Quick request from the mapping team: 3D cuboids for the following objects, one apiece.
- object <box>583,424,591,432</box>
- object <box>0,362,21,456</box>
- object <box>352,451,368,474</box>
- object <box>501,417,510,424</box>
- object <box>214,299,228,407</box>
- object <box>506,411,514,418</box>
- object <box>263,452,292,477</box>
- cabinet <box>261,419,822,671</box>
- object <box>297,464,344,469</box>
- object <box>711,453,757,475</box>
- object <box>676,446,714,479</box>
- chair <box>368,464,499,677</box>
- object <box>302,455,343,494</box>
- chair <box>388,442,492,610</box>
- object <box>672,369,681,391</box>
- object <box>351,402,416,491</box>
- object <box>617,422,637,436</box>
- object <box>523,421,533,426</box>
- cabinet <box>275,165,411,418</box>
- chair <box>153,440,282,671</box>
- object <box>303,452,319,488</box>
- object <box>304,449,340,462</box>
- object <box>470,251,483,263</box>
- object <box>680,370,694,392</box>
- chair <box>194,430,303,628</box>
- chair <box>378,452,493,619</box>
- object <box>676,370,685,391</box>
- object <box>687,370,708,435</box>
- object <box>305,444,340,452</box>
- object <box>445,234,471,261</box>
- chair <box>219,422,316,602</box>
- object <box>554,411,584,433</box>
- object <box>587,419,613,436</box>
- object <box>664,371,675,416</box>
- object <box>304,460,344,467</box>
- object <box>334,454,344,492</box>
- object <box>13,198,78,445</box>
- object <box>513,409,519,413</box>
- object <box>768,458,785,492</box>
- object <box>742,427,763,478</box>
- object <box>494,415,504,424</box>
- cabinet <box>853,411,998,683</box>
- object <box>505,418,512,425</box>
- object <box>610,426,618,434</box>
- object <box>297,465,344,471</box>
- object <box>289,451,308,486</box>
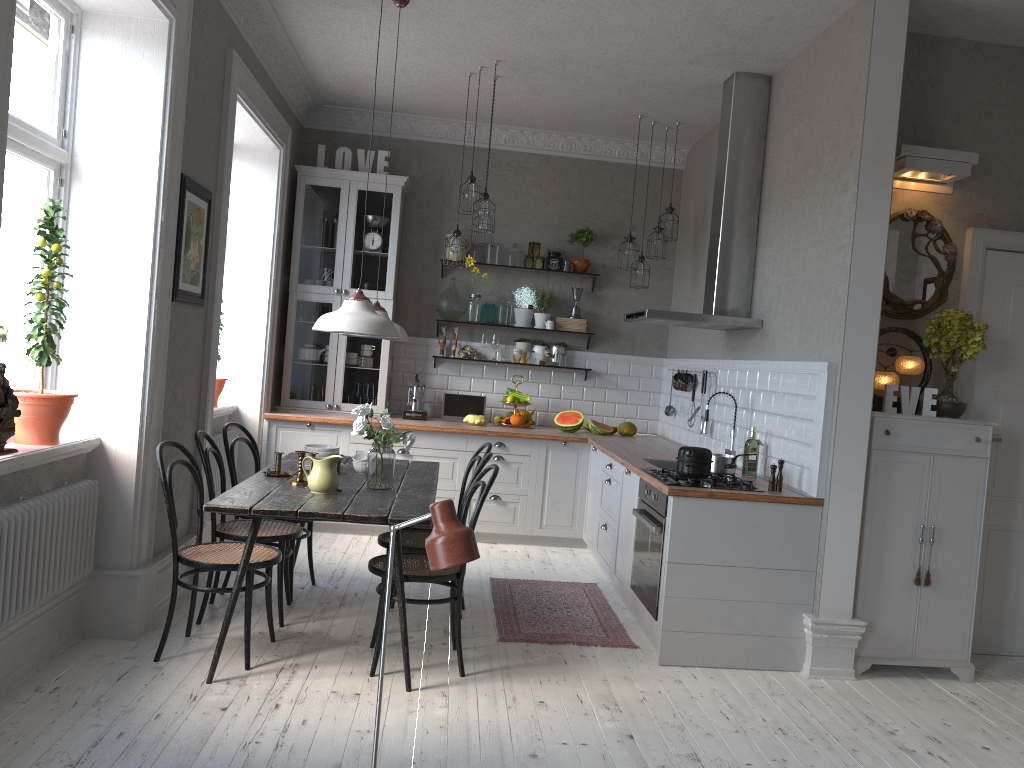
[{"bbox_3d":[0.673,0.367,7.334,0.199,0.067,0.103,5,2,1],"label":"object"},{"bbox_3d":[-1.866,0.087,3.164,0.120,0.329,0.236,5,1,-3],"label":"object"},{"bbox_3d":[-0.787,0.417,4.712,0.124,0.119,0.128,5,2,11],"label":"object"},{"bbox_3d":[-0.052,0.296,7.186,0.084,0.057,0.089,6,2,27],"label":"object"},{"bbox_3d":[-2.048,-0.253,6.013,0.256,0.813,0.264,5,2,22],"label":"object"},{"bbox_3d":[0.005,0.261,7.280,0.078,0.076,0.156,5,2,22],"label":"object"},{"bbox_3d":[-1.161,0.398,4.401,0.142,0.112,0.137,4,2,-23],"label":"object"},{"bbox_3d":[0.233,0.828,5.995,4.107,0.854,2.030,6,2,41],"label":"cabinet"},{"bbox_3d":[-1.003,0.438,4.647,0.242,0.027,0.232,4,2,-37],"label":"object"},{"bbox_3d":[1.172,0.417,4.722,0.298,0.134,0.178,6,2,29],"label":"object"},{"bbox_3d":[0.919,0.395,4.465,0.193,0.147,0.190,4,2,-26],"label":"object"},{"bbox_3d":[-0.369,0.806,4.001,0.553,0.920,0.435,5,1,-8],"label":"chair"},{"bbox_3d":[-0.855,0.406,4.003,0.153,0.170,0.133,3,2,-44],"label":"object"},{"bbox_3d":[-0.422,0.773,5.014,0.553,0.920,0.435,5,1,-8],"label":"chair"},{"bbox_3d":[1.285,-0.030,6.776,0.108,0.161,0.137,5,2,7],"label":"object"},{"bbox_3d":[-0.620,0.296,4.229,0.313,0.414,0.250,5,1,-7],"label":"object"},{"bbox_3d":[0.939,0.367,7.216,0.208,0.119,0.129,3,2,-42],"label":"object"},{"bbox_3d":[0.123,0.320,7.165,0.088,0.051,0.069,6,2,42],"label":"object"},{"bbox_3d":[-1.337,-0.704,7.087,0.883,1.921,0.386,5,1,-6],"label":"cabinet"},{"bbox_3d":[-1.297,0.730,3.913,0.548,0.920,0.438,5,1,2],"label":"chair"},{"bbox_3d":[-0.931,0.395,4.113,0.061,0.172,0.063,5,1,16],"label":"object"},{"bbox_3d":[-1.000,0.394,4.645,0.181,0.094,0.178,4,2,-14],"label":"object"},{"bbox_3d":[-0.297,-1.043,7.330,0.104,0.111,0.103,5,2,-5],"label":"object"},{"bbox_3d":[1.293,-0.022,6.521,0.107,0.161,0.138,5,2,12],"label":"object"},{"bbox_3d":[-1.338,0.711,4.465,0.553,0.920,0.435,5,1,-8],"label":"chair"},{"bbox_3d":[-0.408,0.788,4.531,0.548,0.920,0.438,5,1,2],"label":"chair"},{"bbox_3d":[1.294,-0.026,6.648,0.109,0.161,0.136,5,2,-3],"label":"object"},{"bbox_3d":[1.284,0.122,6.155,0.081,0.443,0.328,5,1,-4],"label":"object"},{"bbox_3d":[-0.998,0.374,4.645,0.181,0.094,0.178,4,2,-14],"label":"object"},{"bbox_3d":[-0.448,-1.107,7.253,0.189,0.216,0.174,5,2,9],"label":"object"},{"bbox_3d":[-1.352,0.696,4.950,0.546,0.920,0.440,5,1,7],"label":"chair"},{"bbox_3d":[0.455,0.302,7.087,0.233,0.174,0.220,5,2,16],"label":"object"},{"bbox_3d":[0.714,0.349,7.066,0.228,0.127,0.146,4,2,-23],"label":"object"},{"bbox_3d":[1.265,0.069,7.038,0.077,0.378,0.082,5,1,-5],"label":"object"},{"bbox_3d":[-1.003,0.429,4.646,0.234,0.027,0.240,5,2,18],"label":"object"},{"bbox_3d":[-0.806,0.409,4.091,0.059,0.167,0.059,5,1,8],"label":"object"},{"bbox_3d":[-1.866,-0.255,3.544,0.265,0.991,0.275,6,2,34],"label":"object"},{"bbox_3d":[0.038,0.253,7.276,0.086,0.093,0.086,5,2,-9],"label":"object"},{"bbox_3d":[1.323,0.452,4.428,0.073,0.166,0.036,5,1,-6],"label":"object"},{"bbox_3d":[1.355,0.384,4.961,0.090,0.282,0.081,5,1,-5],"label":"object"},{"bbox_3d":[-0.094,0.289,7.217,0.075,0.072,0.154,6,2,25],"label":"object"},{"bbox_3d":[1.996,0.802,4.506,0.669,1.297,0.382,5,1,-6],"label":"cabinet"},{"bbox_3d":[-0.039,0.306,7.203,0.071,0.076,0.225,4,2,-22],"label":"object"},{"bbox_3d":[0.798,0.377,7.251,0.204,0.073,0.117,3,2,-42],"label":"object"},{"bbox_3d":[-1.004,0.447,4.647,0.235,0.027,0.239,5,2,13],"label":"object"},{"bbox_3d":[-0.996,0.388,4.178,0.097,0.172,0.094,4,2,-24],"label":"object"}]
